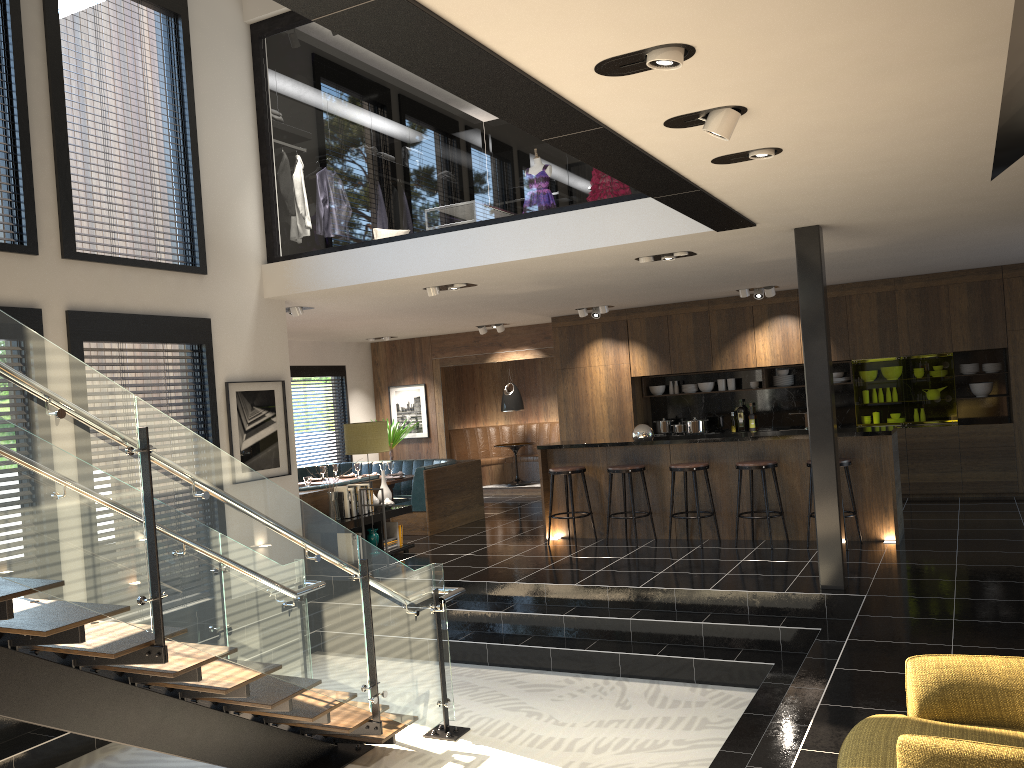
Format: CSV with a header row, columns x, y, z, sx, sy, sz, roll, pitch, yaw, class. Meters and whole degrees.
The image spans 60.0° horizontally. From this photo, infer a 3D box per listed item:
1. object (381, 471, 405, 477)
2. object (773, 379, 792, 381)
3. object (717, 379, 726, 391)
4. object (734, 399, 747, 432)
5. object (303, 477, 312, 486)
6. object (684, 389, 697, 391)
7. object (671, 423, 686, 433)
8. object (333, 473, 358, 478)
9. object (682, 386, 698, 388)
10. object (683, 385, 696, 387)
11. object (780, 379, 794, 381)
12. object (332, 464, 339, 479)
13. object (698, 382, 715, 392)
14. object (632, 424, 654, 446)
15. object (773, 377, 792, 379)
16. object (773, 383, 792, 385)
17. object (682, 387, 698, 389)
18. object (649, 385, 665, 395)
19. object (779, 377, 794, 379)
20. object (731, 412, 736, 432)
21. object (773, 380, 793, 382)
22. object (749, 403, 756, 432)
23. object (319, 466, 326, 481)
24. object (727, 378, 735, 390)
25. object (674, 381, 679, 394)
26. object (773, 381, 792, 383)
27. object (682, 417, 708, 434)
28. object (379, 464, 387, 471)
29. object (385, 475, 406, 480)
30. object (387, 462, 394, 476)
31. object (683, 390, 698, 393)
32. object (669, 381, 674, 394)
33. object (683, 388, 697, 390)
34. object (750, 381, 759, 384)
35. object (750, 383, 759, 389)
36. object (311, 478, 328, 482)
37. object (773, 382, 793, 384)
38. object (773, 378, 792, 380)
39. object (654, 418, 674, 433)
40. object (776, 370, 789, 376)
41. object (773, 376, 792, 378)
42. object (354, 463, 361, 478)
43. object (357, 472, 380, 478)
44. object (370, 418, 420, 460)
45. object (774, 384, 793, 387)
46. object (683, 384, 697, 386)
x,y,z,sx,sy,sz,roll,pitch,yaw,class
-1.550,1.182,11.626,0.325,0.051,0.269,-5,-1,31,object
3.694,-0.049,12.065,0.269,0.024,0.269,-4,-1,-25,object
2.923,0.016,12.357,0.109,0.161,0.109,-4,0,10,object
3.178,0.443,12.363,0.133,0.451,0.116,-4,0,27,object
-2.299,1.145,9.998,0.098,0.192,0.098,-4,0,25,object
2.528,0.091,12.579,0.220,0.033,0.220,-4,-1,24,object
2.358,0.613,12.455,0.210,0.143,0.195,-4,0,-15,object
-2.240,1.237,11.971,0.325,0.051,0.269,-5,-1,31,object
2.525,0.058,12.579,0.220,0.033,0.220,-4,-1,24,object
2.524,0.035,12.579,0.220,0.033,0.220,-4,-1,24,object
3.694,-0.040,12.065,0.269,0.024,0.269,-4,-1,-25,object
-2.362,1.173,11.877,0.098,0.192,0.098,-4,0,25,object
2.737,0.049,12.480,0.234,0.138,0.234,-4,-1,-43,object
1.373,0.532,9.286,0.227,0.228,0.227,-4,0,-12,object
3.692,-0.076,12.065,0.269,0.024,0.269,-4,-1,-25,object
3.698,0.006,12.065,0.269,0.024,0.269,-4,-1,-25,object
2.526,0.068,12.579,0.220,0.033,0.220,-4,-1,24,object
2.103,0.098,12.806,0.234,0.138,0.234,-4,-1,30,object
3.692,-0.067,12.065,0.269,0.024,0.269,-4,-1,-25,object
3.093,0.532,12.405,0.058,0.287,0.057,-4,0,40,object
3.695,-0.032,12.065,0.269,0.024,0.269,-4,-1,-25,object
3.324,0.460,12.297,0.077,0.395,0.077,-4,0,-21,object
-2.485,1.180,11.657,0.098,0.192,0.098,-4,0,25,object
3.042,0.006,12.296,0.109,0.161,0.109,-4,0,40,object
2.350,0.048,12.677,0.060,0.185,0.060,-4,0,-4,object
3.696,-0.021,12.065,0.269,0.024,0.269,-4,-1,-25,object
2.532,0.568,12.234,0.300,0.218,0.279,-4,0,-30,object
-1.631,1.112,11.267,0.098,0.192,0.098,-4,0,25,object
-1.476,1.171,11.206,0.269,0.051,0.324,-5,-1,31,object
-1.562,1.110,11.464,0.098,0.192,0.098,-4,0,25,object
2.529,0.116,12.579,0.220,0.033,0.220,-4,-1,24,object
2.283,0.053,12.712,0.060,0.185,0.060,-4,0,-31,object
2.527,0.081,12.579,0.220,0.033,0.220,-4,-1,24,object
3.331,0.004,12.174,0.122,0.072,0.122,-4,-1,-38,object
3.332,0.028,12.174,0.122,0.072,0.122,-4,-1,-38,object
-2.605,1.261,11.755,0.269,0.051,0.324,-5,-1,31,object
3.697,-0.005,12.065,0.269,0.024,0.269,-4,-1,-25,object
3.693,-0.060,12.065,0.269,0.024,0.269,-4,-1,-25,object
2.170,0.591,12.653,0.255,0.218,0.236,-4,0,-15,object
3.684,-0.147,12.066,0.168,0.087,0.168,-4,-1,-43,object
3.691,-0.087,12.065,0.269,0.024,0.269,-4,-1,-25,object
-2.033,1.147,11.712,0.098,0.192,0.098,-4,0,25,object
-1.911,1.211,11.801,0.325,0.051,0.269,-5,-1,31,object
-1.863,1.230,14.623,0.817,1.382,0.955,-4,0,-15,object
3.699,0.023,12.065,0.269,0.024,0.269,-4,-1,-25,object
2.523,0.023,12.579,0.220,0.033,0.220,-4,-1,24,object
